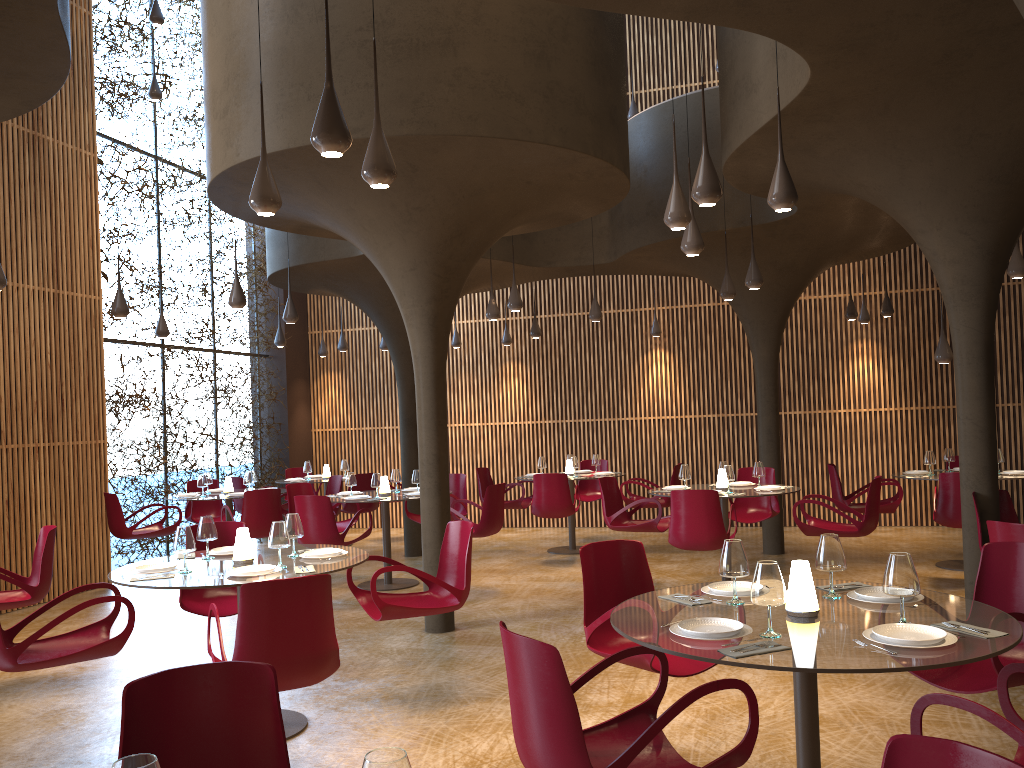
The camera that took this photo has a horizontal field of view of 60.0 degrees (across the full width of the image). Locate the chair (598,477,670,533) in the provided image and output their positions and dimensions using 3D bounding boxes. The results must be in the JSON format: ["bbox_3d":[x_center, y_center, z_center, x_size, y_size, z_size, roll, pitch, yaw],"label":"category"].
[{"bbox_3d":[1.457,1.416,10.421,0.873,0.636,0.625,-3,-2,31],"label":"chair"}]

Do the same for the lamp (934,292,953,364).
[{"bbox_3d":[4.756,-3.367,10.041,0.196,6.275,0.196,-2,-1,-29],"label":"lamp"}]

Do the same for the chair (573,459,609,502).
[{"bbox_3d":[1.285,1.569,14.413,0.625,0.636,0.873,-3,-2,16],"label":"chair"}]

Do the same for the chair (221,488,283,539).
[{"bbox_3d":[-3.264,1.630,11.236,0.625,0.636,0.873,-1,-2,-34],"label":"chair"}]

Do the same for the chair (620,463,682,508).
[{"bbox_3d":[2.047,1.485,12.908,0.873,0.636,0.625,-3,-1,16],"label":"chair"}]

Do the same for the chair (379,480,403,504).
[{"bbox_3d":[-2.048,1.736,15.404,0.872,0.636,0.625,-1,-2,-34],"label":"chair"}]

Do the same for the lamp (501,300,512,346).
[{"bbox_3d":[-0.213,-3.828,16.001,0.196,6.275,0.196,-3,-1,41],"label":"lamp"}]

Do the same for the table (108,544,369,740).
[{"bbox_3d":[-1.788,1.769,5.978,1.671,1.130,1.673,-2,-2,-21],"label":"table"}]

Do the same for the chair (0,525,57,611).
[{"bbox_3d":[-4.189,1.518,7.224,0.872,0.636,0.625,-1,-2,-34],"label":"chair"}]

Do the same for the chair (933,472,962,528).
[{"bbox_3d":[4.958,1.254,9.729,0.625,0.636,0.872,-3,-2,26],"label":"chair"}]

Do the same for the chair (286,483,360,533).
[{"bbox_3d":[-2.503,1.610,11.508,0.873,0.636,0.625,-3,-2,31],"label":"chair"}]

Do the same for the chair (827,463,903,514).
[{"bbox_3d":[4.495,1.330,11.302,0.873,0.636,0.625,-3,-1,21],"label":"chair"}]

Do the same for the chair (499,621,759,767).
[{"bbox_3d":[0.392,1.199,3.369,0.872,0.636,0.625,-2,-1,-24],"label":"chair"}]

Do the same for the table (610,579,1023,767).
[{"bbox_3d":[1.293,1.572,3.873,1.671,1.130,1.673,-2,-2,-24],"label":"table"}]

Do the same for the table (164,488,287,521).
[{"bbox_3d":[-3.904,2.083,12.279,1.671,1.130,1.673,-1,-2,-32],"label":"table"}]

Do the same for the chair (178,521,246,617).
[{"bbox_3d":[-2.267,1.431,6.892,0.625,0.636,0.873,-2,-2,-21],"label":"chair"}]

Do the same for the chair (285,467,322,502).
[{"bbox_3d":[-3.669,1.807,15.645,0.625,0.636,0.873,-1,-2,-29],"label":"chair"}]

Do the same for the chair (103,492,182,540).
[{"bbox_3d":[-4.860,1.705,11.607,0.872,0.636,0.625,-1,-2,-39],"label":"chair"}]

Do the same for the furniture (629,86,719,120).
[{"bbox_3d":[2.163,-3.022,11.558,0.900,1.047,2.533,-1,-2,-33],"label":"furniture"}]

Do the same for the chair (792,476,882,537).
[{"bbox_3d":[3.472,1.301,9.408,0.873,0.636,0.625,-3,-2,26],"label":"chair"}]

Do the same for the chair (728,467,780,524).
[{"bbox_3d":[2.982,1.379,11.024,0.625,0.636,0.872,-3,-2,26],"label":"chair"}]

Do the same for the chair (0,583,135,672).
[{"bbox_3d":[-2.829,1.400,5.440,0.872,0.636,0.625,-1,-2,-31],"label":"chair"}]

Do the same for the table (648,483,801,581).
[{"bbox_3d":[2.396,1.753,9.983,1.673,1.130,1.672,-3,-2,35],"label":"table"}]

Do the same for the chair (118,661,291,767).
[{"bbox_3d":[-0.854,1.215,2.501,0.625,0.636,0.873,-2,-2,-21],"label":"chair"}]

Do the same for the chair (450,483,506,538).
[{"bbox_3d":[-0.489,1.495,10.495,0.873,0.636,0.625,-3,-2,26],"label":"chair"}]

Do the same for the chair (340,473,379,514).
[{"bbox_3d":[-2.431,1.690,13.759,0.625,0.636,0.873,-1,-2,-34],"label":"chair"}]

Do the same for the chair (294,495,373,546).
[{"bbox_3d":[-2.057,1.538,10.017,0.625,0.636,0.873,-3,-2,21],"label":"chair"}]

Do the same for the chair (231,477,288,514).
[{"bbox_3d":[-4.028,1.766,14.130,0.872,0.636,0.625,-1,-2,-39],"label":"chair"}]

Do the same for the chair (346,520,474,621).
[{"bbox_3d":[-0.694,1.353,6.432,0.872,0.636,0.625,-1,-2,-26],"label":"chair"}]

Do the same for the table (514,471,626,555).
[{"bbox_3d":[0.888,1.933,13.284,1.673,1.130,1.672,-3,-2,25],"label":"table"}]

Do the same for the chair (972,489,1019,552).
[{"bbox_3d":[4.170,1.188,7.090,0.625,0.636,0.873,-2,-2,-27],"label":"chair"}]

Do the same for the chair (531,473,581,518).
[{"bbox_3d":[0.586,1.514,12.164,0.625,0.636,0.873,-2,-2,11],"label":"chair"}]

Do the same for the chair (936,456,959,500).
[{"bbox_3d":[5.990,1.288,11.736,0.625,0.636,0.872,-3,-2,31],"label":"chair"}]

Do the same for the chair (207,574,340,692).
[{"bbox_3d":[-1.297,1.319,4.855,0.625,0.636,0.873,-2,-2,-26],"label":"chair"}]

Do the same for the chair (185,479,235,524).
[{"bbox_3d":[-4.502,1.747,13.122,0.625,0.636,0.873,-1,-2,-29],"label":"chair"}]

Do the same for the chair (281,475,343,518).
[{"bbox_3d":[-2.881,1.675,12.881,0.872,0.636,0.625,-1,-2,-34],"label":"chair"}]

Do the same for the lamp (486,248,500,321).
[{"bbox_3d":[-0.372,-3.977,11.758,0.196,6.275,0.196,-2,-1,-39],"label":"lamp"}]

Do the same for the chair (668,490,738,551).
[{"bbox_3d":[1.903,1.344,8.930,0.625,0.636,0.873,-3,-2,21],"label":"chair"}]

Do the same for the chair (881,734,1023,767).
[{"bbox_3d":[0.660,1.129,1.757,0.872,0.636,0.625,-2,-1,-21],"label":"chair"}]

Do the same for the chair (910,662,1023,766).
[{"bbox_3d":[1.869,1.123,2.880,0.625,0.636,0.873,-1,-2,-34],"label":"chair"}]

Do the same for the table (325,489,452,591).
[{"bbox_3d":[-1.564,1.947,11.070,1.673,1.130,1.672,-3,-2,35],"label":"table"}]

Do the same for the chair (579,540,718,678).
[{"bbox_3d":[0.774,1.242,4.964,0.625,0.636,0.873,-1,-2,-29],"label":"chair"}]

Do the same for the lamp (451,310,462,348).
[{"bbox_3d":[-1.125,-3.789,16.076,0.196,6.275,0.196,-3,-1,31],"label":"lamp"}]

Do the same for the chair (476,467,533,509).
[{"bbox_3d":[-0.112,1.592,13.555,0.873,0.636,0.625,-3,-1,21],"label":"chair"}]

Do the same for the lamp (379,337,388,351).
[{"bbox_3d":[-2.426,-3.738,16.098,0.196,6.275,0.196,-2,-1,1],"label":"lamp"}]

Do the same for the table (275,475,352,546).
[{"bbox_3d":[-3.071,2.143,14.802,1.671,1.130,1.673,-1,-2,-32],"label":"table"}]

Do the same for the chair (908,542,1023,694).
[{"bbox_3d":[2.377,1.161,4.439,0.872,0.636,0.625,-1,-2,-29],"label":"chair"}]

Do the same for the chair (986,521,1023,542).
[{"bbox_3d":[3.468,1.161,5.607,0.872,0.636,0.625,-2,-1,-22],"label":"chair"}]

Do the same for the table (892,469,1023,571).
[{"bbox_3d":[5.562,1.661,10.811,1.673,1.130,1.672,-3,-2,36],"label":"table"}]

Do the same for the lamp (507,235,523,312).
[{"bbox_3d":[-0.080,-4.022,10.840,0.196,6.275,0.196,-2,-1,-39],"label":"lamp"}]

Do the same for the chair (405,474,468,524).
[{"bbox_3d":[-0.978,1.573,12.110,0.625,0.636,0.872,-3,-2,26],"label":"chair"}]
